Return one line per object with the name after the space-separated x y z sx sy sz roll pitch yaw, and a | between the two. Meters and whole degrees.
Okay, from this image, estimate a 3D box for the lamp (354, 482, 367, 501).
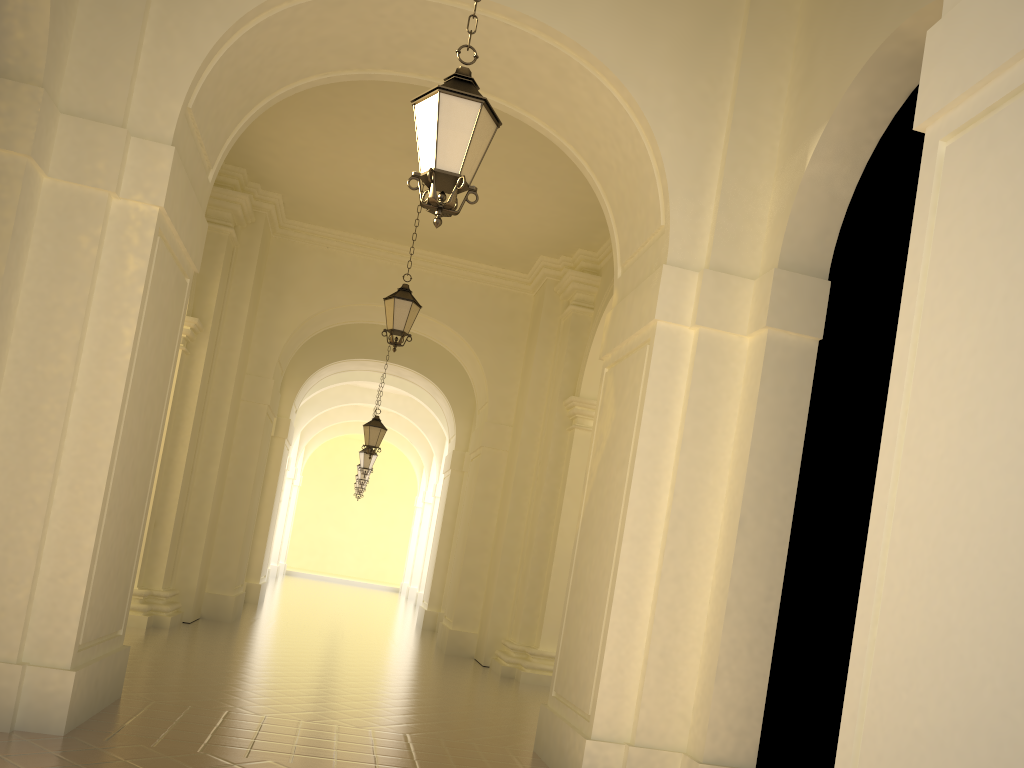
-5.675 2.897 33.813 0.512 3.277 0.444 10 -3 -10 | lamp

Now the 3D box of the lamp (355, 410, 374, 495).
-4.961 2.208 30.078 0.512 3.277 0.444 10 -3 -10 | lamp

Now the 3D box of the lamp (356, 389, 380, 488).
-4.244 1.515 26.320 0.512 3.277 0.444 10 -3 -10 | lamp

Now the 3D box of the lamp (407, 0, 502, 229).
-0.137 -2.452 4.822 0.450 3.277 0.506 12 -4 -40 | lamp

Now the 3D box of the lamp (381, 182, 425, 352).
-1.292 -1.649 11.218 0.439 2.540 0.519 8 -4 20 | lamp

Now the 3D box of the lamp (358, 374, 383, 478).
-3.513 0.809 22.493 0.512 3.277 0.444 10 -3 -10 | lamp

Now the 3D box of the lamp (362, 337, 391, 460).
-2.565 -0.107 17.534 0.450 3.277 0.506 12 -4 -40 | lamp
